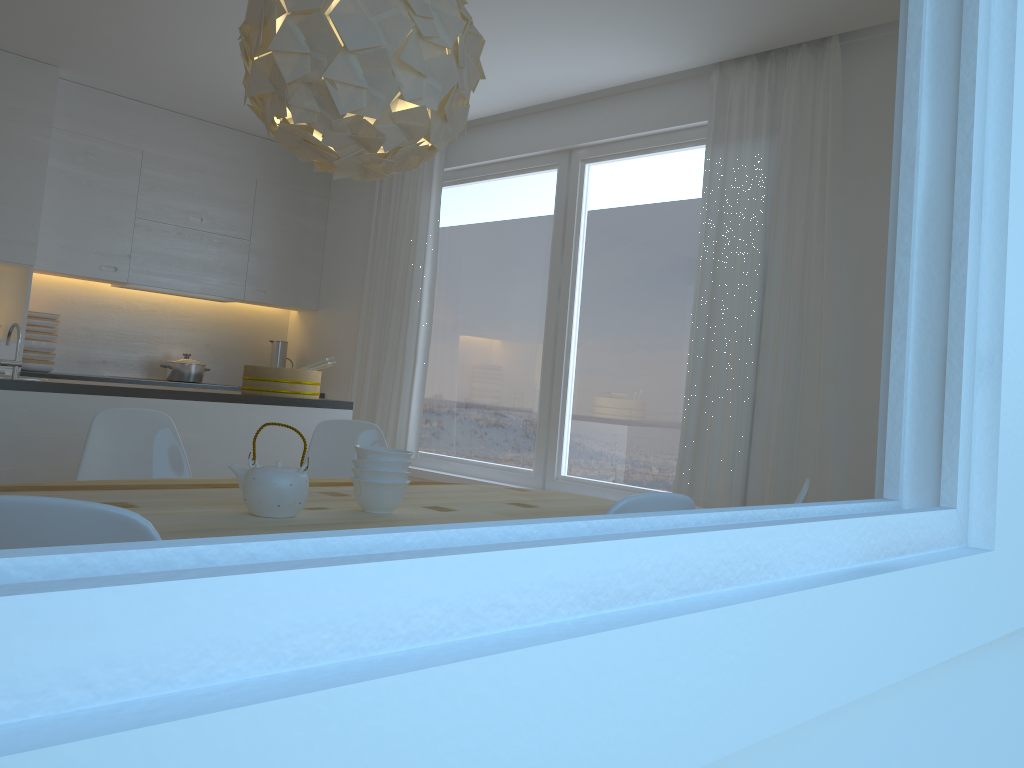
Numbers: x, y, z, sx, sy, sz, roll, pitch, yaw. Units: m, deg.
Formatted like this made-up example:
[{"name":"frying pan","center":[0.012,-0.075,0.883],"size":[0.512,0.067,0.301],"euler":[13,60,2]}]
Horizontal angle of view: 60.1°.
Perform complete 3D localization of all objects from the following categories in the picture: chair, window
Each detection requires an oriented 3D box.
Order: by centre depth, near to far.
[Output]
[{"name":"chair","center":[-0.606,0.563,1.127],"size":[0.429,0.905,0.522],"euler":[6,-4,-15]},{"name":"window","center":[-0.462,-0.422,1.627],"size":[2.551,2.062,1.871],"euler":[3,-3,45]},{"name":"chair","center":[0.034,0.625,1.680],"size":[0.523,0.905,0.428],"euler":[1,-5,45]},{"name":"chair","center":[0.474,0.670,2.298],"size":[0.524,0.905,0.427],"euler":[4,-4,20]},{"name":"chair","center":[-0.560,0.594,3.181],"size":[0.429,0.905,0.522],"euler":[7,-4,-25]},{"name":"window","center":[0.283,-0.371,4.987],"size":[2.729,1.926,0.088],"euler":[3,-4,45]}]

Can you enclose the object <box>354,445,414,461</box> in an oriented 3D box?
[{"name":"object","center":[-0.330,0.206,2.252],"size":[0.151,0.087,0.152],"euler":[5,-2,-17]}]

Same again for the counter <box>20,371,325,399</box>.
[{"name":"counter","center":[-2.259,0.005,5.866],"size":[0.601,0.040,1.992],"euler":[4,-1,45]}]

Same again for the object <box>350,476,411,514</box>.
[{"name":"object","center":[-0.337,0.281,2.242],"size":[0.152,0.083,0.151],"euler":[5,-2,-6]}]

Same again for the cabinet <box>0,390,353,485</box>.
[{"name":"cabinet","center":[-1.876,0.486,3.698],"size":[0.601,0.914,2.390],"euler":[2,-3,45]}]

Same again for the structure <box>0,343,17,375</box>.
[{"name":"structure","center":[-2.974,0.057,4.736],"size":[0.049,0.599,0.558],"euler":[1,-5,45]}]

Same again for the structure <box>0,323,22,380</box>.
[{"name":"structure","center":[-1.940,-0.130,3.379],"size":[0.162,0.216,0.096],"euler":[2,-5,45]}]

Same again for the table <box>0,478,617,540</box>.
[{"name":"table","center":[-0.500,0.674,2.212],"size":[1.195,0.728,2.180],"euler":[3,-2,43]}]

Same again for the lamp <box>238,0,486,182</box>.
[{"name":"lamp","center":[-0.385,-1.101,2.395],"size":[0.647,1.140,0.636],"euler":[1,-5,44]}]

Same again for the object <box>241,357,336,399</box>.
[{"name":"object","center":[-1.115,-0.045,4.406],"size":[0.429,0.215,0.378],"euler":[5,-2,-17]}]

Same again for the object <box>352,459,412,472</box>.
[{"name":"object","center":[-0.335,0.234,2.251],"size":[0.151,0.096,0.150],"euler":[6,-2,-29]}]

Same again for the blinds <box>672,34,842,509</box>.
[{"name":"blinds","center":[1.097,-0.500,3.938],"size":[0.795,2.169,0.149],"euler":[1,-6,45]}]

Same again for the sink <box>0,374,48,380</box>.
[{"name":"sink","center":[-2.084,0.042,3.531],"size":[0.404,0.157,0.403],"euler":[5,-1,-4]}]

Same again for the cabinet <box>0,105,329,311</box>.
[{"name":"cabinet","center":[-2.607,-0.353,5.423],"size":[0.481,2.311,3.187],"euler":[1,-4,45]}]

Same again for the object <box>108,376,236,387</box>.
[{"name":"object","center":[-2.257,-0.013,5.872],"size":[0.562,0.013,0.651],"euler":[4,-1,45]}]

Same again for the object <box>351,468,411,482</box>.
[{"name":"object","center":[-0.335,0.258,2.247],"size":[0.152,0.093,0.151],"euler":[5,-2,-6]}]

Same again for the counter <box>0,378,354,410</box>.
[{"name":"counter","center":[-1.836,0.012,3.734],"size":[0.601,0.040,2.390],"euler":[4,-1,45]}]

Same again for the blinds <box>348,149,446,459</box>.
[{"name":"blinds","center":[-0.797,-0.634,5.812],"size":[0.795,2.169,0.149],"euler":[1,-6,44]}]

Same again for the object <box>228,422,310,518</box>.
[{"name":"object","center":[-0.552,0.196,2.061],"size":[0.177,0.212,0.146],"euler":[2,-4,44]}]
